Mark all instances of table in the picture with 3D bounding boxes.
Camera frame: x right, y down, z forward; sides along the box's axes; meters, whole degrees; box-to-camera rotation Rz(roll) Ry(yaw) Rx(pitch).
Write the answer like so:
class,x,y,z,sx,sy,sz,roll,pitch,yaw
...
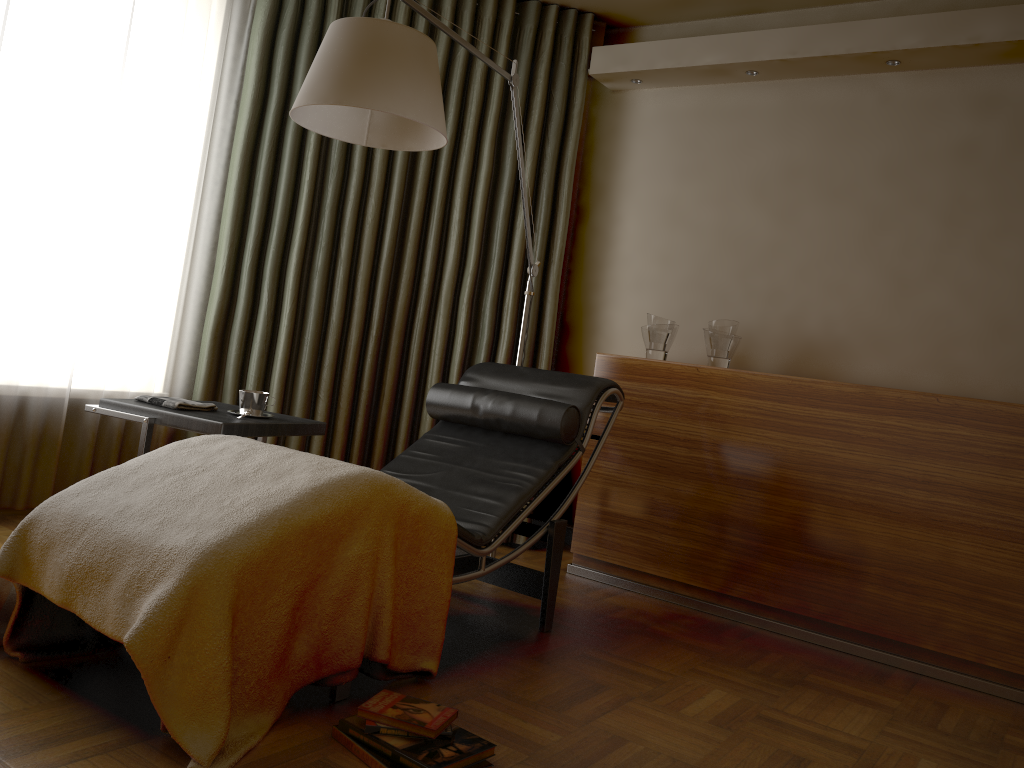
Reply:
class,x,y,z,sx,sy,sz,roll,pitch,yaw
table,-0.971,0.110,2.905,0.520,0.045,0.496,8,1,25

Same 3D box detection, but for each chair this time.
class,x,y,z,sx,sy,sz,roll,pitch,yaw
chair,-0.345,0.302,2.564,0.638,0.801,1.775,7,0,34

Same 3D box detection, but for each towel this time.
class,x,y,z,sx,sy,sz,roll,pitch,yaw
towel,-1.084,0.063,2.870,0.242,0.035,0.177,9,1,38

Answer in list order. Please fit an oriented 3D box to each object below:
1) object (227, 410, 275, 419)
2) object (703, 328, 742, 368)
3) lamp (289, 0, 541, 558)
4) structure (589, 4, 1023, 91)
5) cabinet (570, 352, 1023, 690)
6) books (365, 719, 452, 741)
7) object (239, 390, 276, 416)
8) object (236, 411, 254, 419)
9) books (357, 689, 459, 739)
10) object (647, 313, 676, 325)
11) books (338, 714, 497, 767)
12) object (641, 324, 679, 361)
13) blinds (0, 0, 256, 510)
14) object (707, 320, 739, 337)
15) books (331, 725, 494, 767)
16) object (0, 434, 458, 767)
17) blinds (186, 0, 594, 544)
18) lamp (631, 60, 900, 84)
class,x,y,z,sx,sy,sz,roll,pitch,yaw
object,-0.851,0.100,2.881,0.151,0.009,0.149,9,2,39
object,0.824,-0.140,3.495,0.156,0.155,0.155,7,-1,24
lamp,-0.182,-0.230,2.876,0.453,1.977,1.403,5,-3,38
structure,1.334,-1.341,3.562,2.189,0.131,0.271,9,1,34
cabinet,1.090,0.417,3.284,1.682,0.866,0.412,8,-2,34
books,-0.212,0.691,1.815,0.172,0.018,0.123,8,1,-7
object,-0.842,0.064,2.888,0.098,0.079,0.110,7,-1,35
object,-0.844,0.096,2.780,0.029,0.019,0.123,8,1,3
books,-0.212,0.673,1.809,0.173,0.018,0.123,8,1,18
object,0.609,-0.212,3.648,0.123,0.150,0.122,7,-2,16
books,-0.192,0.714,1.785,0.266,0.020,0.187,9,2,38
object,0.603,-0.174,3.646,0.155,0.155,0.155,8,-1,-9
blinds,-1.868,-0.709,2.940,0.093,2.302,2.178,5,-3,34
object,0.829,-0.178,3.497,0.123,0.150,0.121,7,-2,14
books,-0.203,0.734,1.769,0.199,0.022,0.281,7,2,-42
object,-0.670,0.418,2.128,0.922,0.523,0.902,8,0,34
blinds,-0.515,-0.607,3.931,1.528,2.465,0.224,8,-4,-11
lamp,1.030,-1.332,3.749,1.163,0.028,0.050,9,1,34
